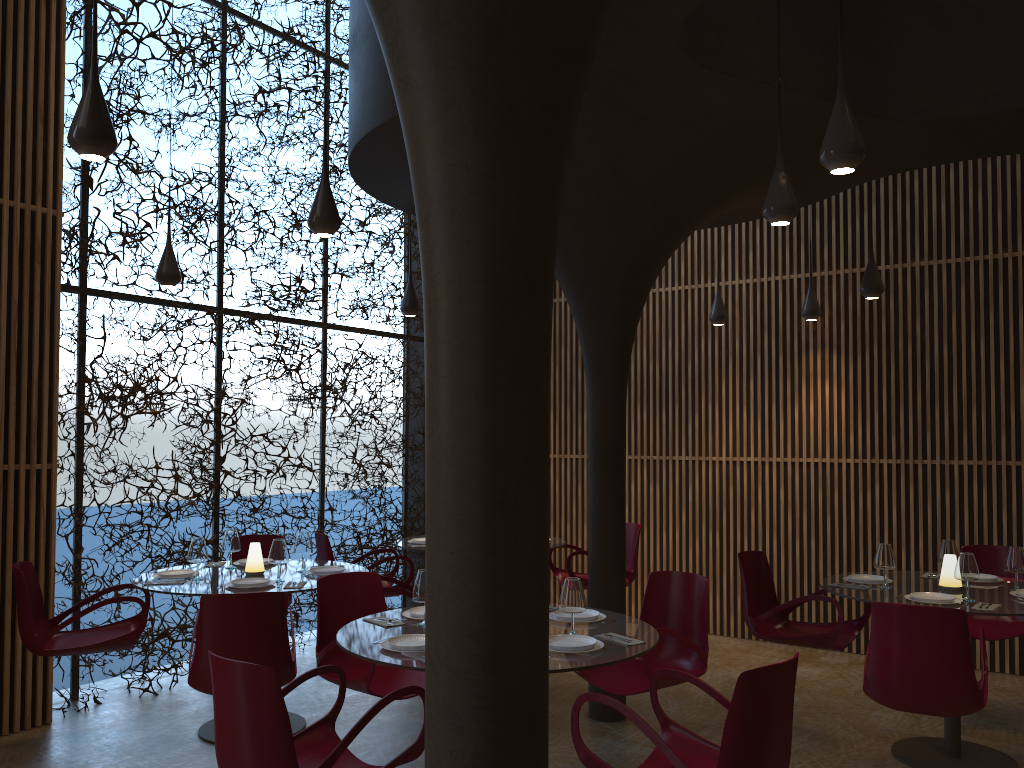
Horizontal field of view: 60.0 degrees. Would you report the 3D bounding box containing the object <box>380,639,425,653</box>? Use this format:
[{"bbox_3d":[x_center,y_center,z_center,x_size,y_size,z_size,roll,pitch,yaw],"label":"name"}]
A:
[{"bbox_3d":[-0.472,1.264,4.294,0.332,0.014,0.332,-2,-4,27],"label":"object"}]

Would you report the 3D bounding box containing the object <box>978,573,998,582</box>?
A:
[{"bbox_3d":[3.336,1.389,6.355,0.263,0.029,0.263,4,-5,-45],"label":"object"}]

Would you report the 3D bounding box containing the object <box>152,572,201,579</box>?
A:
[{"bbox_3d":[-2.438,1.390,6.438,0.332,0.014,0.332,-1,-4,15],"label":"object"}]

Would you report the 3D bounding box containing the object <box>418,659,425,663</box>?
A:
[{"bbox_3d":[-0.290,1.256,4.052,0.262,0.017,0.126,3,-5,-40],"label":"object"}]

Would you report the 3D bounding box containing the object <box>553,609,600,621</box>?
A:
[{"bbox_3d":[0.362,1.297,4.972,0.263,0.029,0.263,-2,-4,36],"label":"object"}]

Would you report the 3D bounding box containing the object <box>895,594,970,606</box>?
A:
[{"bbox_3d":[2.629,1.349,5.545,0.411,0.012,0.204,-2,-4,35],"label":"object"}]

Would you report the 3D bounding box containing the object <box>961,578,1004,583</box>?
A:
[{"bbox_3d":[3.336,1.399,6.355,0.332,0.014,0.332,-2,-4,32],"label":"object"}]

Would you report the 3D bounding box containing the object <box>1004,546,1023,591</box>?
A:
[{"bbox_3d":[3.363,1.235,5.910,0.142,0.295,0.142,1,-2,-12],"label":"object"}]

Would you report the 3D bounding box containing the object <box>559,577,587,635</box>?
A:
[{"bbox_3d":[0.311,1.143,4.530,0.142,0.295,0.142,0,-2,9],"label":"object"}]

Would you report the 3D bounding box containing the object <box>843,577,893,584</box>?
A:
[{"bbox_3d":[2.519,1.392,6.277,0.332,0.014,0.332,3,-5,-42],"label":"object"}]

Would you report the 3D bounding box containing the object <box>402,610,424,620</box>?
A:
[{"bbox_3d":[-0.456,1.309,5.037,0.332,0.014,0.332,2,-4,-29],"label":"object"}]

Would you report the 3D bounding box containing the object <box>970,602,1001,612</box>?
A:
[{"bbox_3d":[2.854,1.342,5.336,0.126,0.017,0.262,-3,-5,39],"label":"object"}]

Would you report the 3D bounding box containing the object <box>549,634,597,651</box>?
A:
[{"bbox_3d":[0.281,1.256,4.294,0.263,0.029,0.263,2,-4,-32],"label":"object"}]

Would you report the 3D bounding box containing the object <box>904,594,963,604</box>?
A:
[{"bbox_3d":[2.633,1.347,5.542,0.332,0.014,0.332,-1,-4,24],"label":"object"}]

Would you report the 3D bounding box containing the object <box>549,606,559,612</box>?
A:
[{"bbox_3d":[0.163,1.328,5.199,0.262,0.017,0.126,4,-5,-45],"label":"object"}]

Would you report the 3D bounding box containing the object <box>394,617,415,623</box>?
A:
[{"bbox_3d":[-0.453,1.311,5.041,0.411,0.012,0.204,3,-5,-43],"label":"object"}]

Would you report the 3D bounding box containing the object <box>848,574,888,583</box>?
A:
[{"bbox_3d":[2.519,1.382,6.278,0.263,0.029,0.263,1,-4,-20],"label":"object"}]

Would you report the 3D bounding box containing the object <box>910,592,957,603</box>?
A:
[{"bbox_3d":[2.633,1.338,5.543,0.263,0.029,0.263,-3,-5,40],"label":"object"}]

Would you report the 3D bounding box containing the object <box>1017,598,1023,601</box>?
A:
[{"bbox_3d":[3.371,1.358,5.669,0.204,0.012,0.411,-3,-5,41],"label":"object"}]

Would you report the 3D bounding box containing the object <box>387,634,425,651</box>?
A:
[{"bbox_3d":[-0.472,1.254,4.294,0.263,0.029,0.263,-3,-5,43],"label":"object"}]

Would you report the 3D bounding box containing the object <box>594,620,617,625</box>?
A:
[{"bbox_3d":[0.366,1.308,4.969,0.411,0.012,0.204,-3,-5,41],"label":"object"}]

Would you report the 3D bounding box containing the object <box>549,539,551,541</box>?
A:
[{"bbox_3d":[0.220,1.537,8.731,0.332,0.014,0.332,0,-4,8],"label":"object"}]

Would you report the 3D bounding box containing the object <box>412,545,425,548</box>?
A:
[{"bbox_3d":[-0.805,1.513,8.260,0.262,0.017,0.126,1,-4,-11],"label":"object"}]

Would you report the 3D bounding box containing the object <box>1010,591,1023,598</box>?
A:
[{"bbox_3d":[3.373,1.357,5.673,0.332,0.014,0.332,2,-4,-32],"label":"object"}]

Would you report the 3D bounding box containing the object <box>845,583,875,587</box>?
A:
[{"bbox_3d":[2.521,1.394,6.281,0.204,0.012,0.411,-2,-4,37],"label":"object"}]

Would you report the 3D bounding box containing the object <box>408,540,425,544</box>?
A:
[{"bbox_3d":[-0.842,1.524,8.560,0.332,0.014,0.332,-1,-4,15],"label":"object"}]

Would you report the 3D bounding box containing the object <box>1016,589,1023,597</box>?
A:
[{"bbox_3d":[3.373,1.347,5.673,0.263,0.029,0.263,-1,-4,13],"label":"object"}]

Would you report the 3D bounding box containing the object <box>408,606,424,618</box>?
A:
[{"bbox_3d":[-0.456,1.300,5.038,0.263,0.029,0.263,-2,-4,35],"label":"object"}]

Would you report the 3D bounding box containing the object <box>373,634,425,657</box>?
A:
[{"bbox_3d":[-0.475,1.265,4.297,0.204,0.012,0.411,4,-5,-45],"label":"object"}]

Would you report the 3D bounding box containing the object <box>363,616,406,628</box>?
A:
[{"bbox_3d":[-0.703,1.305,4.862,0.126,0.017,0.262,3,-4,-39],"label":"object"}]

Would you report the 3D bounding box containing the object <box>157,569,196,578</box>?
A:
[{"bbox_3d":[-2.438,1.381,6.438,0.263,0.029,0.263,0,-4,6],"label":"object"}]

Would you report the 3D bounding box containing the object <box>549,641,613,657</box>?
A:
[{"bbox_3d":[0.277,1.266,4.291,0.411,0.012,0.204,3,-5,-39],"label":"object"}]

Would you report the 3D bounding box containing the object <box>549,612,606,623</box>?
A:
[{"bbox_3d":[0.362,1.307,4.972,0.332,0.014,0.332,-1,-4,17],"label":"object"}]

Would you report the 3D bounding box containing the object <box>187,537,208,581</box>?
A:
[{"bbox_3d":[-2.240,1.247,6.319,0.142,0.295,0.142,-1,-3,34],"label":"object"}]

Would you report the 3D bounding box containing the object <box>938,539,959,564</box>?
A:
[{"bbox_3d":[3.108,1.258,6.310,0.142,0.295,0.142,-1,-3,34],"label":"object"}]

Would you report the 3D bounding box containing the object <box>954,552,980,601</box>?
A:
[{"bbox_3d":[2.864,1.213,5.580,0.142,0.295,0.142,-1,-3,27],"label":"object"}]

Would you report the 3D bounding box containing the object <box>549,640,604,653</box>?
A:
[{"bbox_3d":[0.280,1.265,4.294,0.332,0.014,0.332,2,-4,-25],"label":"object"}]

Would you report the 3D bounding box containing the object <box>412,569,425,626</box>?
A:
[{"bbox_3d":[-0.470,1.158,4.810,0.142,0.295,0.142,1,-2,-17],"label":"object"}]

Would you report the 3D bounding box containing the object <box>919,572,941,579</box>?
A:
[{"bbox_3d":[3.100,1.417,6.544,0.126,0.017,0.262,-2,-4,35],"label":"object"}]

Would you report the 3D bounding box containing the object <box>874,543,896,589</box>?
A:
[{"bbox_3d":[2.545,1.241,6.050,0.142,0.295,0.142,0,-2,6],"label":"object"}]

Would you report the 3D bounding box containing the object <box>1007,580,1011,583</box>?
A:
[{"bbox_3d":[3.340,1.400,6.353,0.411,0.012,0.204,-2,-4,31],"label":"object"}]

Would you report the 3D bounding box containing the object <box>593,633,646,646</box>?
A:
[{"bbox_3d":[0.538,1.283,4.452,0.126,0.017,0.262,3,-4,-35],"label":"object"}]

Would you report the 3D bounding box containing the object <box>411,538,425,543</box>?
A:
[{"bbox_3d":[-0.842,1.514,8.561,0.263,0.029,0.263,-1,-4,22],"label":"object"}]

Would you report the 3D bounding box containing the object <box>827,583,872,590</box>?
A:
[{"bbox_3d":[2.306,1.386,6.062,0.262,0.017,0.126,-3,-5,41],"label":"object"}]
